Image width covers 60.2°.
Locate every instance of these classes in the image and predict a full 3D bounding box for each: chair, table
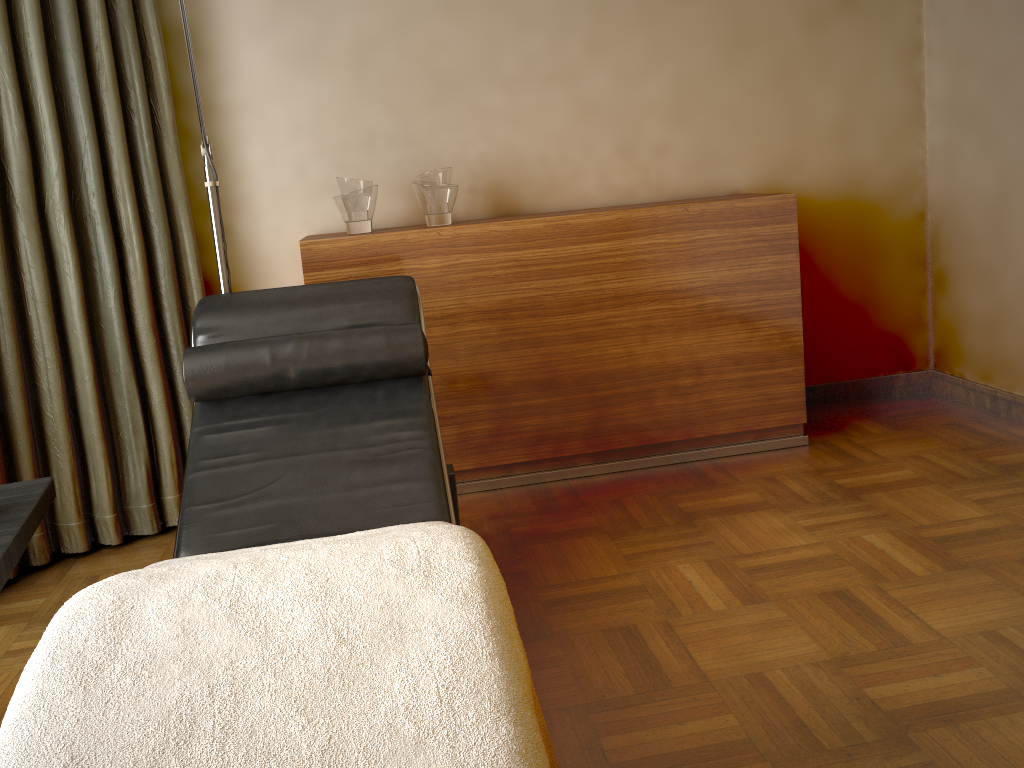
[{"bbox_3d":[-0.389,0.280,1.674,0.636,0.786,1.813,-7,12,-8],"label":"chair"},{"bbox_3d":[-1.090,0.293,1.472,0.519,0.044,0.505,-9,13,-17],"label":"table"}]

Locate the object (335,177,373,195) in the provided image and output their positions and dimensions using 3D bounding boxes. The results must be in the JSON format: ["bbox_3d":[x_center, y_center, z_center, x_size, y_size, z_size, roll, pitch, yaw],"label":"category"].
[{"bbox_3d":[-0.521,-0.620,2.949,0.123,0.148,0.123,-10,11,-26],"label":"object"}]

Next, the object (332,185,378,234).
[{"bbox_3d":[-0.517,-0.582,2.954,0.156,0.152,0.158,3,13,38],"label":"object"}]

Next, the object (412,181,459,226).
[{"bbox_3d":[-0.254,-0.615,2.993,0.156,0.152,0.157,-9,11,-18],"label":"object"}]

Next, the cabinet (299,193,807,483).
[{"bbox_3d":[0.157,-0.174,3.161,1.676,0.851,0.421,-7,9,-8],"label":"cabinet"}]

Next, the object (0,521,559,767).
[{"bbox_3d":[-0.307,0.538,1.174,0.918,0.513,0.921,-7,12,-8],"label":"object"}]

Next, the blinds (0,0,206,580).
[{"bbox_3d":[-1.565,-0.617,2.327,0.224,2.421,1.552,1,11,36],"label":"blinds"}]

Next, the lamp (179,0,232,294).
[{"bbox_3d":[-0.560,-0.296,1.864,0.452,1.941,1.434,-6,10,-4],"label":"lamp"}]

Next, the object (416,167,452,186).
[{"bbox_3d":[-0.257,-0.653,2.988,0.123,0.148,0.123,-11,11,-28],"label":"object"}]
